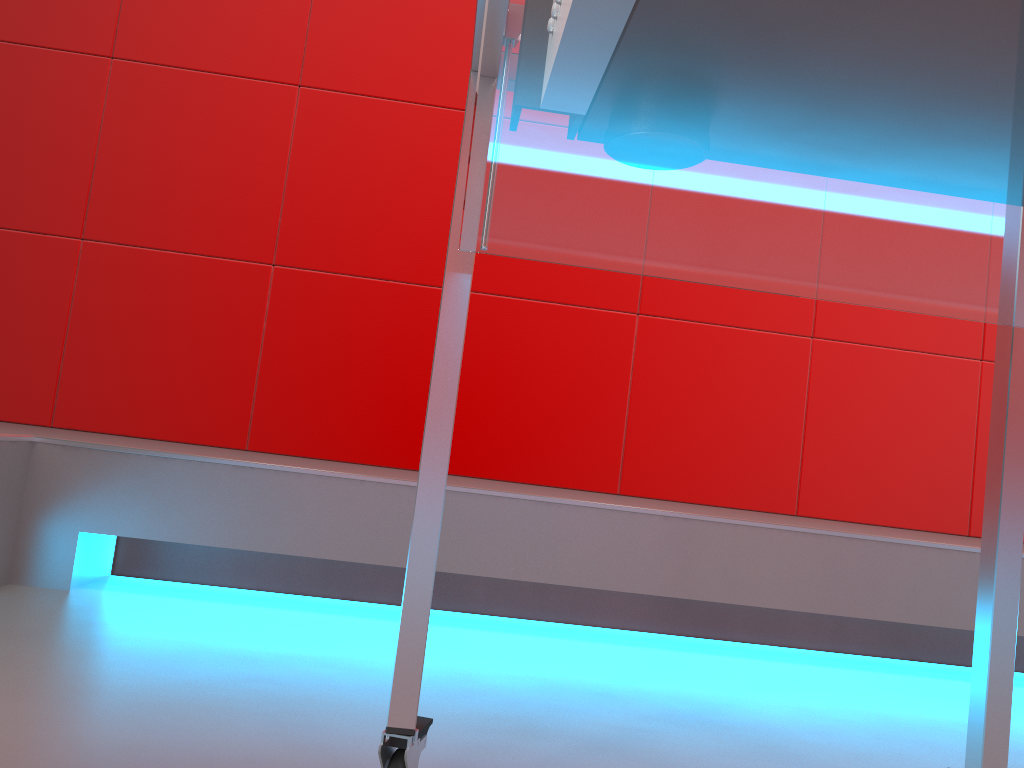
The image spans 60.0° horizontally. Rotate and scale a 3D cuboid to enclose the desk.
[{"bbox_3d":[0.260,0.001,0.068,0.594,0.690,1.617,7,-5,-4],"label":"desk"}]
